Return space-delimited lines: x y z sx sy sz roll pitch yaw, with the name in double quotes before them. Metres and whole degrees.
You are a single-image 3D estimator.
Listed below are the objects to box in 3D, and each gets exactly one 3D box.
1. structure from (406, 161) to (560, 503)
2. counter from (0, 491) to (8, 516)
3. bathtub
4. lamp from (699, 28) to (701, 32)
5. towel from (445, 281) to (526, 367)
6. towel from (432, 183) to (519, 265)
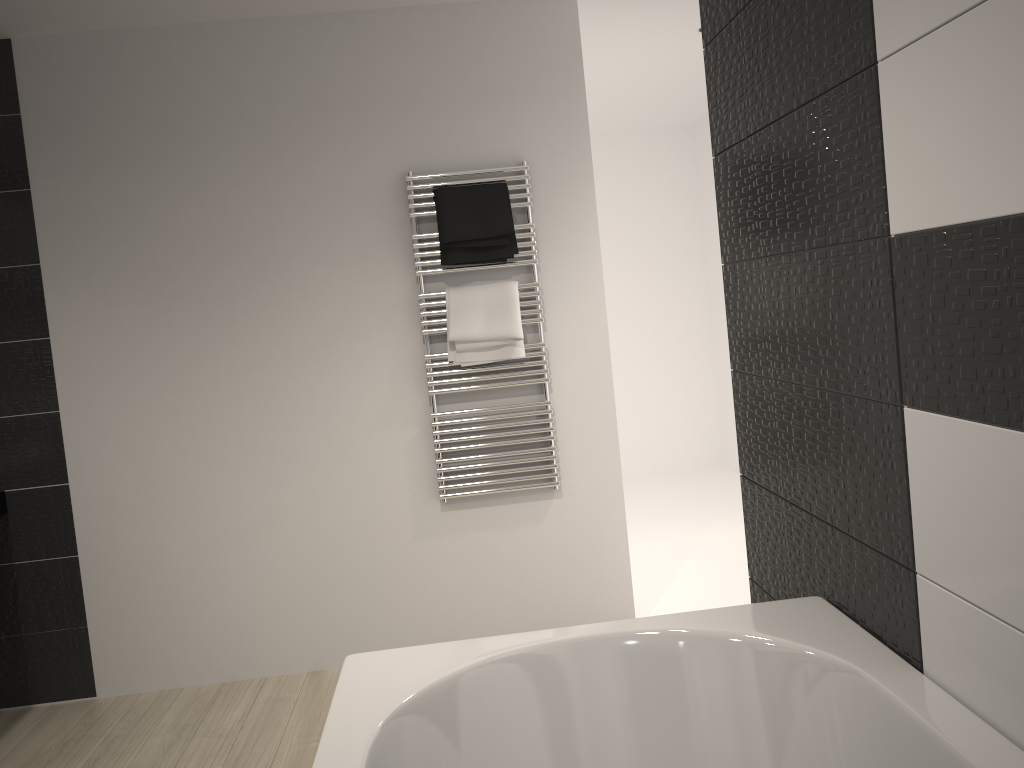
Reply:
"structure" -0.110 -0.199 3.446 0.473 1.289 0.039 -6 3 -4
"counter" -2.110 0.640 1.432 0.655 0.084 3.853 -6 5 -4
"bathtub" 0.269 0.927 0.791 1.008 0.675 2.184 -6 5 -4
"lamp" 0.915 -1.638 4.084 0.106 0.004 0.105 -10 7 -42
"towel" -0.108 -0.230 3.405 0.303 0.309 0.098 -6 3 -2
"towel" -0.136 -0.608 3.373 0.300 0.309 0.141 -6 4 -7
